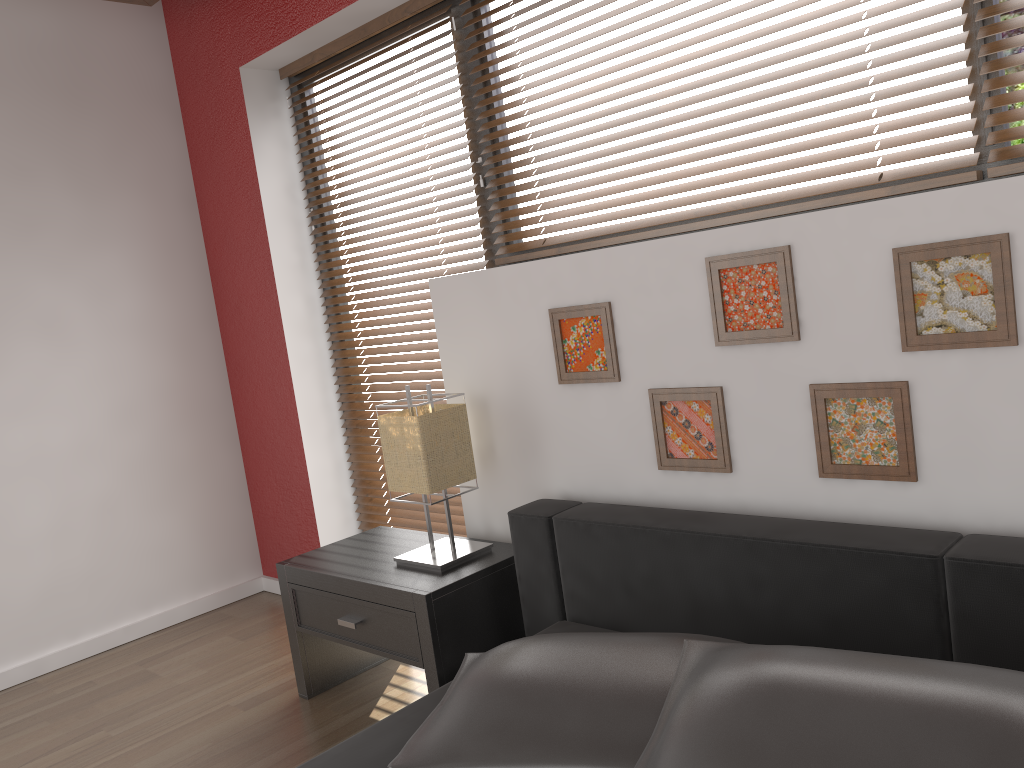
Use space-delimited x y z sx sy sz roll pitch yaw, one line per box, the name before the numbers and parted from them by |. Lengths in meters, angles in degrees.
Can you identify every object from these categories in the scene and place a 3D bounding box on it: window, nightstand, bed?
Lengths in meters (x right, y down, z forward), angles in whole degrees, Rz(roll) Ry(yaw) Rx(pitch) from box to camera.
window | -0.353 -0.263 3.249 0.889 1.893 0.020 -2 8 45
nightstand | -0.301 0.705 2.585 0.700 0.423 0.413 -2 8 45
window | 0.961 -0.856 1.824 2.817 0.786 0.020 -2 8 45
bed | -0.041 0.761 0.928 2.469 0.577 2.413 -2 8 45

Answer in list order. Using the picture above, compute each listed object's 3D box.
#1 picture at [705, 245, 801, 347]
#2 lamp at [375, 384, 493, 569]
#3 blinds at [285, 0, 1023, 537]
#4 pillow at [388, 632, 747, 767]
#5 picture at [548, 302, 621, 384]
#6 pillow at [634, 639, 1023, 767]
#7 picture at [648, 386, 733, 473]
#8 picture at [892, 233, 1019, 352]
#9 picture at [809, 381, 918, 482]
picture | 0.518 -0.187 1.918 0.200 0.200 0.010 -2 8 45
lamp | -0.225 0.239 2.455 0.200 0.480 0.200 -2 8 45
blinds | 0.994 -0.275 1.838 4.840 1.952 0.032 -2 8 45
pillow | 0.178 0.569 1.611 0.745 0.172 0.418 -6 6 20
picture | 0.183 -0.101 2.265 0.200 0.200 0.010 -2 8 45
pillow | 0.476 0.517 1.186 0.744 0.241 0.386 -3 8 40
picture | 0.417 0.107 2.088 0.200 0.200 0.010 -2 8 45
picture | 0.814 -0.164 1.636 0.200 0.200 0.010 -2 8 45
picture | 0.710 0.096 1.800 0.200 0.200 0.010 -2 8 45
